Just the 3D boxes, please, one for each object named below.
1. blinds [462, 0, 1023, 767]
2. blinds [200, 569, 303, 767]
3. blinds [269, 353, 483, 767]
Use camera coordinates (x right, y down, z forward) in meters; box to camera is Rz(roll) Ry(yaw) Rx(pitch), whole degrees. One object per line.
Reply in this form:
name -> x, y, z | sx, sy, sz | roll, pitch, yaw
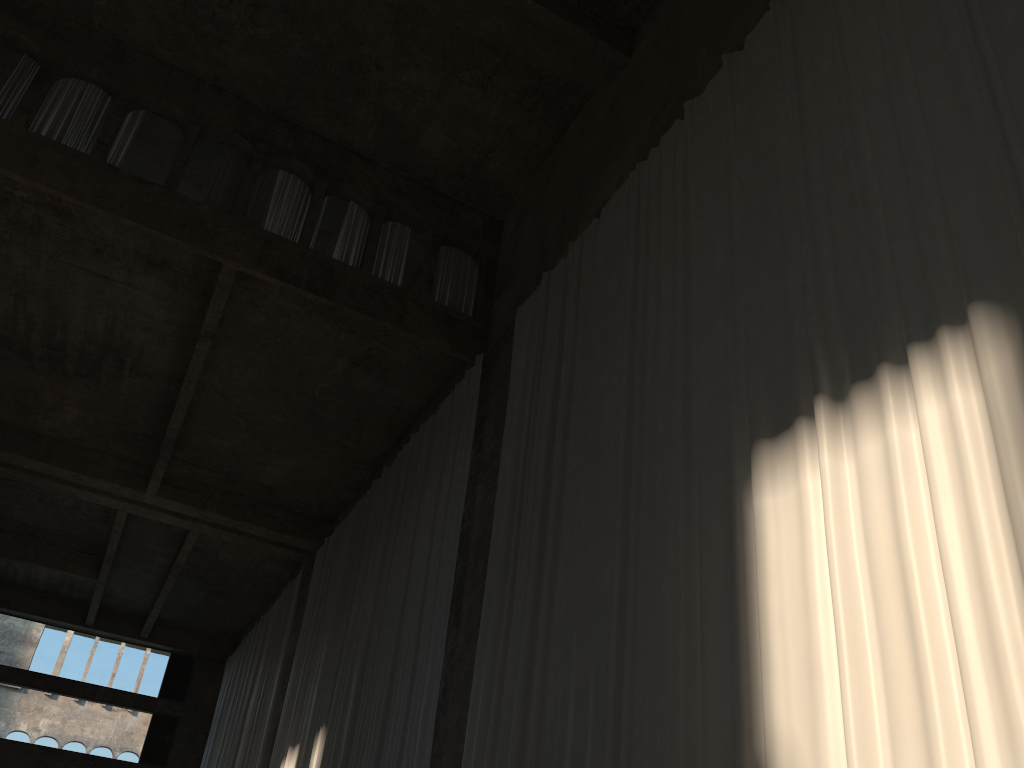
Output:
blinds -> 1.447, 0.626, 5.996 | 0.279, 8.136, 8.192 | 18, -35, -19
blinds -> -6.632, 9.309, 19.717 | 0.279, 8.136, 8.177 | 19, -35, -20
blinds -> -2.587, 4.961, 12.846 | 0.279, 8.136, 8.192 | 18, -35, -19
